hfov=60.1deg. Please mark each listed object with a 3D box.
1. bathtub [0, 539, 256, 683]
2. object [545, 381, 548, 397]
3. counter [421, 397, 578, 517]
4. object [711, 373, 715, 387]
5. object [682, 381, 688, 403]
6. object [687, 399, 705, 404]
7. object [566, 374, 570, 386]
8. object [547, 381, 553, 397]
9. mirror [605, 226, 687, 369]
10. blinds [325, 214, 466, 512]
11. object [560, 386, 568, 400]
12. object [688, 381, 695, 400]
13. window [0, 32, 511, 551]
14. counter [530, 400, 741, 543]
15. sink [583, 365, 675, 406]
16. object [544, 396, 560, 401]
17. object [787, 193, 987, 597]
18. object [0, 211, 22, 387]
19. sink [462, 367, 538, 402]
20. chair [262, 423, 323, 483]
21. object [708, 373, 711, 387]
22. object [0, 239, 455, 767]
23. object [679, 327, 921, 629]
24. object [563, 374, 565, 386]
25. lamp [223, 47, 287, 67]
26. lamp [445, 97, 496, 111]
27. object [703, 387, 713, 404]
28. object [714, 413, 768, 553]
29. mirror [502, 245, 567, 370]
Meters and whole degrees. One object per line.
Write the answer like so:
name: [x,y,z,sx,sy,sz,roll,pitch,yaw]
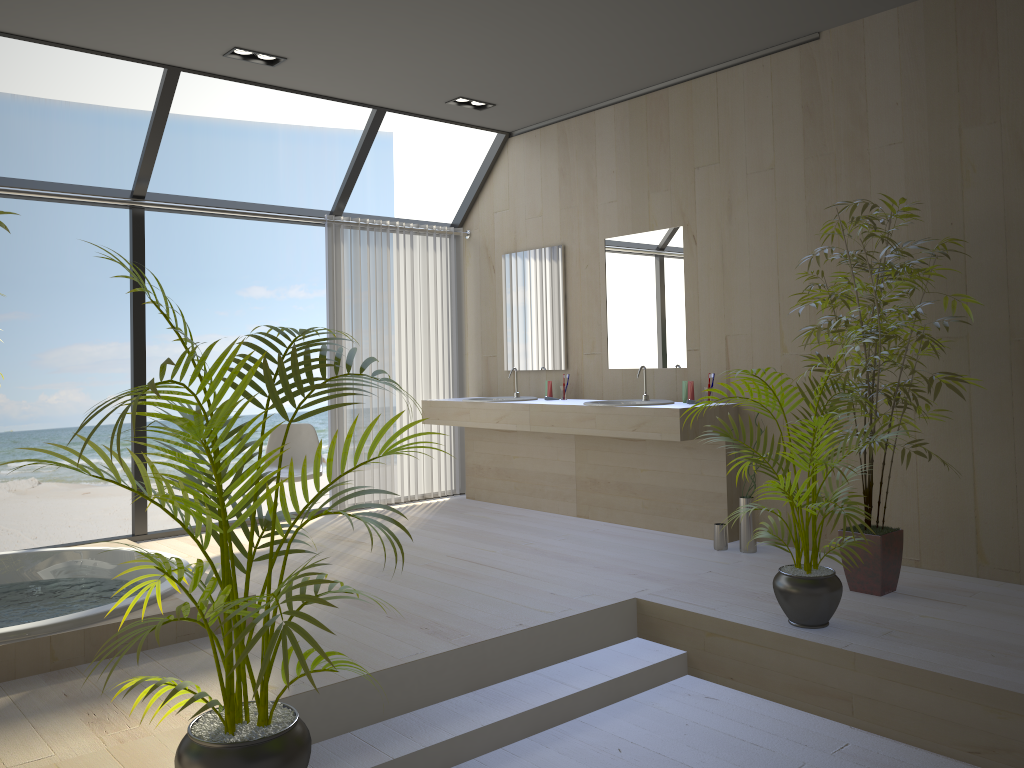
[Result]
bathtub: [-2.264,0.953,3.621,1.822,0.699,1.645,-2,1,-41]
object: [0.251,0.043,6.193,0.039,0.135,0.039,-2,-2,8]
counter: [-0.062,0.509,6.272,0.550,0.792,1.204,-1,0,-41]
object: [1.153,0.026,5.132,0.054,0.175,0.012,-1,-2,-15]
object: [1.034,0.049,5.277,0.039,0.135,0.039,-1,-2,1]
object: [1.055,0.102,5.082,0.104,0.029,0.032,-1,0,0]
object: [0.369,0.021,6.047,0.054,0.175,0.012,-1,-2,-15]
object: [0.260,0.046,6.080,0.039,0.135,0.039,-2,-2,8]
mirror: [0.849,-0.531,5.634,0.023,0.870,0.652,0,-2,-41]
blinds: [-0.839,-0.169,6.551,1.183,2.074,0.084,0,-2,-40]
object: [0.355,0.062,6.042,0.058,0.100,0.058,-1,-1,-34]
object: [1.044,0.051,5.164,0.039,0.135,0.039,-1,-2,1]
window: [-1.952,-0.455,5.364,4.562,2.818,0.744,-2,-1,-41]
counter: [0.722,0.514,5.357,0.550,0.792,1.204,-1,0,-41]
sink: [0.698,0.101,5.314,0.504,0.420,0.573,-1,0,-37]
object: [0.272,0.097,5.998,0.104,0.029,0.032,-1,0,0]
object: [1.627,0.037,3.959,0.787,1.760,0.934,-1,-1,-16]
object: [-1.883,0.157,2.437,0.787,1.760,0.934,-1,-1,-16]
sink: [-0.086,0.095,6.230,0.504,0.420,0.573,-1,0,-37]
chair: [-1.386,0.436,5.592,0.369,0.348,0.454,-1,0,-12]
object: [1.138,0.026,5.098,0.012,0.178,0.050,-1,-2,-1]
object: [-0.604,0.335,2.100,0.872,1.348,1.065,-2,-1,38]
object: [1.092,0.350,3.432,0.916,1.159,0.750,-1,-1,-7]
object: [0.354,0.021,6.014,0.012,0.178,0.050,-1,-2,-1]
lamp: [-1.415,-1.850,4.873,0.301,0.112,0.164,-2,1,-41]
lamp: [-0.274,-1.901,5.849,0.301,0.112,0.164,-2,1,-41]
object: [1.138,0.068,5.127,0.058,0.100,0.058,-1,-1,-30]
object: [1.289,0.530,4.871,0.273,0.750,0.406,-3,-2,37]
mirror: [0.155,-0.535,6.403,0.023,0.870,0.652,0,-2,-41]
